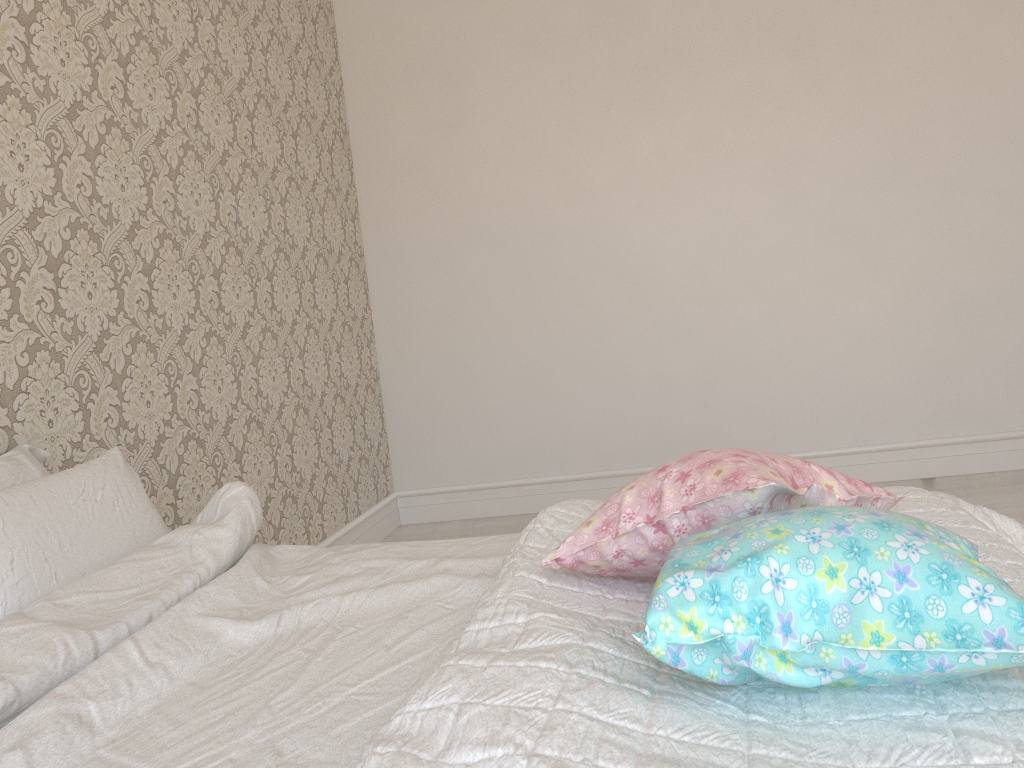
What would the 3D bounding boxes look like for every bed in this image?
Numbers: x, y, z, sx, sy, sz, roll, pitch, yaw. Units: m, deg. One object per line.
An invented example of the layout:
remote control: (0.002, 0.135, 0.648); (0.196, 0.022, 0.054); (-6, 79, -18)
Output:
bed: (-0.087, 0.500, 1.084); (2.205, 0.632, 1.961); (-7, 4, 11)

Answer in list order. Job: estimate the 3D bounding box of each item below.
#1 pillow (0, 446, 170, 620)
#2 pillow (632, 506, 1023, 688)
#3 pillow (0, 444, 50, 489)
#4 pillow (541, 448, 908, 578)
pillow: (-0.790, 0.301, 1.543); (0.201, 0.308, 0.566); (-7, 3, 11)
pillow: (0.333, 0.216, 0.920); (0.361, 0.169, 0.383); (-7, 3, 16)
pillow: (-0.968, 0.331, 1.255); (0.310, 0.355, 1.258); (-7, 4, 11)
pillow: (0.292, 0.179, 1.208); (0.351, 0.202, 0.397); (-5, 4, 43)
